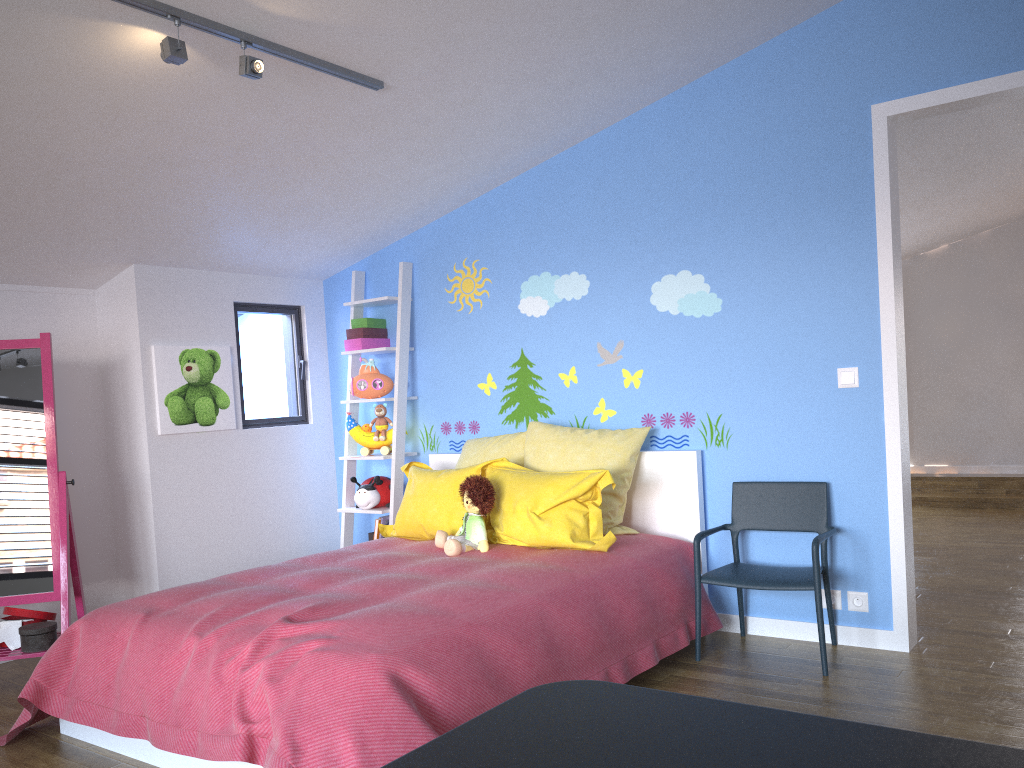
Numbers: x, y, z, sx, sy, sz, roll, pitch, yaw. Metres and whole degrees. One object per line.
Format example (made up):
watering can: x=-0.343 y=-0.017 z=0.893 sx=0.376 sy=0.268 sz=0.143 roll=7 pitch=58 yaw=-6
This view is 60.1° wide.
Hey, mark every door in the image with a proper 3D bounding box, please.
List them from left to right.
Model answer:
door: x=2.155 y=-0.050 z=3.552 sx=1.034 sy=2.133 sz=0.995 roll=-2 pitch=2 yaw=36

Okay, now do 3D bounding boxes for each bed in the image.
bed: x=-0.441 y=0.768 z=3.426 sx=1.928 sy=0.812 sz=2.312 roll=-4 pitch=0 yaw=36

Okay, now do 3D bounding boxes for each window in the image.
window: x=-1.411 y=-0.121 z=5.028 sx=0.209 sy=0.749 sz=0.584 roll=-2 pitch=2 yaw=36

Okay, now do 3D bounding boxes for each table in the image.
table: x=0.014 y=0.729 z=0.330 sx=0.808 sy=0.760 sz=1.332 roll=-3 pitch=0 yaw=36

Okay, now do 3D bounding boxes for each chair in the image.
chair: x=1.033 y=0.747 z=3.544 sx=0.513 sy=0.676 sz=0.415 roll=-3 pitch=2 yaw=32

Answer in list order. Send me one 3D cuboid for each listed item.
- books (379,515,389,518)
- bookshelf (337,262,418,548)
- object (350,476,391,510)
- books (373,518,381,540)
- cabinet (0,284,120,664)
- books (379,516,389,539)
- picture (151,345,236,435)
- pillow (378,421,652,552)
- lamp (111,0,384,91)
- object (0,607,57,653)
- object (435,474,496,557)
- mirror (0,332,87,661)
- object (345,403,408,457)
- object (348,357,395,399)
books: x=-0.658 y=0.829 z=4.784 sx=0.078 sy=0.254 sz=0.208 roll=-2 pitch=2 yaw=36
bookshelf: x=-0.750 y=0.279 z=4.839 sx=0.391 sy=1.855 sz=0.379 roll=-2 pitch=3 yaw=36
object: x=-0.753 y=0.582 z=4.826 sx=0.253 sy=0.183 sz=0.321 roll=-3 pitch=0 yaw=43
books: x=-0.665 y=0.832 z=4.740 sx=0.080 sy=0.248 sz=0.197 roll=-2 pitch=2 yaw=36
cabinet: x=-3.319 y=0.452 z=2.853 sx=0.053 sy=1.766 sz=4.223 roll=-2 pitch=1 yaw=36
books: x=2.058 y=3.908 z=5.557 sx=5.388 sy=6.722 sz=0.360 roll=-4 pitch=2 yaw=-13
picture: x=-1.626 y=0.026 z=4.545 sx=0.026 sy=0.444 sz=0.449 roll=-2 pitch=2 yaw=36
pillow: x=-0.015 y=0.448 z=4.057 sx=1.346 sy=0.533 sz=0.678 roll=-4 pitch=0 yaw=37
lamp: x=-0.822 y=-1.011 z=2.721 sx=0.124 sy=0.144 sz=1.202 roll=-3 pitch=0 yaw=39
object: x=-2.134 y=1.030 z=3.769 sx=0.445 sy=0.159 sz=0.368 roll=-3 pitch=0 yaw=-8
object: x=-0.189 y=0.549 z=3.700 sx=0.251 sy=0.342 sz=0.286 roll=-4 pitch=1 yaw=-20
mirror: x=-2.159 y=0.536 z=3.717 sx=0.610 sy=1.492 sz=0.416 roll=-4 pitch=2 yaw=-13
object: x=-0.755 y=0.247 z=4.788 sx=0.372 sy=0.282 sz=0.153 roll=-3 pitch=2 yaw=8
object: x=-0.747 y=-0.036 z=4.838 sx=0.295 sy=0.234 sz=0.157 roll=-3 pitch=1 yaw=7
